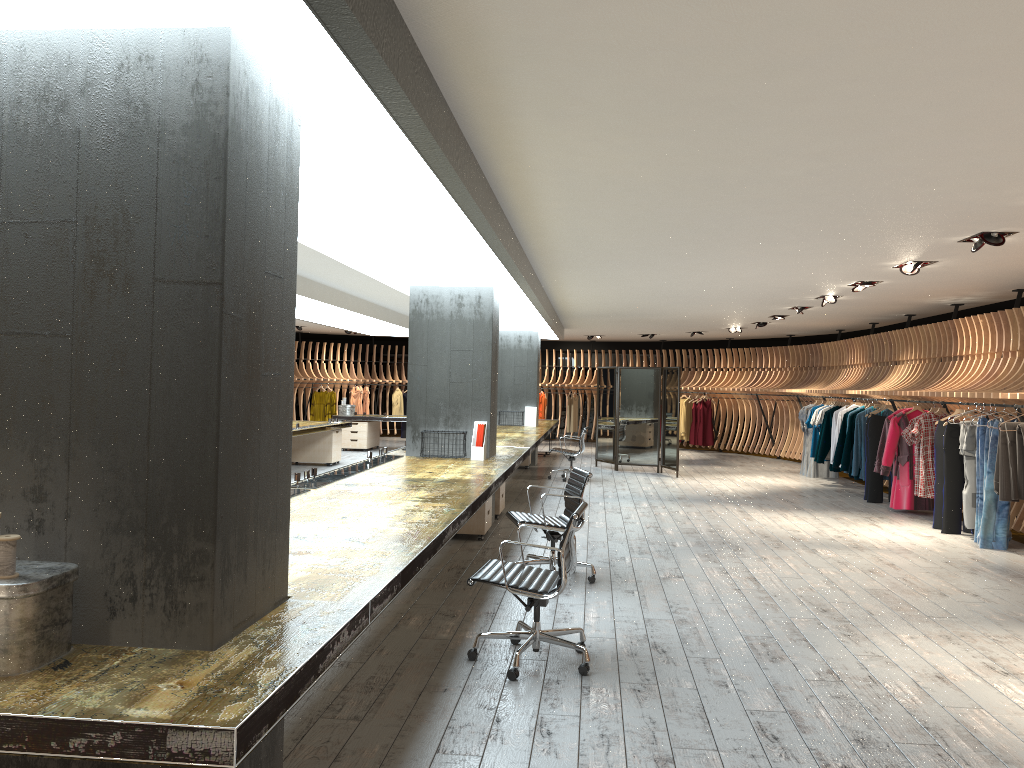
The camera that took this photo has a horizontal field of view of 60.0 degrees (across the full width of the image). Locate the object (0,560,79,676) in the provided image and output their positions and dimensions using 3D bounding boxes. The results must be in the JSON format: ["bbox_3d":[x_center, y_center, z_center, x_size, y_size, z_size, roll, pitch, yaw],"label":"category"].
[{"bbox_3d":[-1.476,0.627,2.426,0.498,0.239,0.303,1,0,6],"label":"object"}]

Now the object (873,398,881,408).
[{"bbox_3d":[5.276,0.339,12.784,0.525,0.270,0.012,1,-1,15],"label":"object"}]

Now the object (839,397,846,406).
[{"bbox_3d":[5.446,0.349,14.566,0.525,0.270,0.012,1,-1,5],"label":"object"}]

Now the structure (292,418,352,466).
[{"bbox_3d":[-4.022,1.007,11.223,1.162,0.844,10.449,1,0,5],"label":"structure"}]

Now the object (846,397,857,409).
[{"bbox_3d":[5.393,0.340,13.985,0.525,0.270,0.012,1,-1,10],"label":"object"}]

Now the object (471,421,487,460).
[{"bbox_3d":[-0.338,0.583,9.125,0.129,0.383,0.239,1,-1,5],"label":"object"}]

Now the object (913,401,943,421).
[{"bbox_3d":[5.072,0.333,10.634,0.525,0.270,0.012,1,-1,5],"label":"object"}]

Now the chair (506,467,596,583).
[{"bbox_3d":[0.280,1.101,6.960,0.667,0.860,0.693,2,-1,-19],"label":"chair"}]

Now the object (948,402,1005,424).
[{"bbox_3d":[4.968,0.316,9.493,0.549,0.243,0.023,1,-1,42],"label":"object"}]

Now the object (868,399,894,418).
[{"bbox_3d":[5.228,0.340,12.308,0.525,0.270,0.012,1,-1,10],"label":"object"}]

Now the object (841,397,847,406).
[{"bbox_3d":[5.451,0.349,14.483,0.525,0.270,0.012,1,-1,5],"label":"object"}]

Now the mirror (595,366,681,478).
[{"bbox_3d":[2.268,0.634,16.004,0.443,1.892,2.112,2,-1,-44],"label":"mirror"}]

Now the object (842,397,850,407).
[{"bbox_3d":[5.425,0.348,14.357,0.525,0.270,0.012,1,-1,10],"label":"object"}]

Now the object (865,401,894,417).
[{"bbox_3d":[5.255,0.341,12.486,0.525,0.270,0.012,1,-1,30],"label":"object"}]

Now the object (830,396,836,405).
[{"bbox_3d":[5.518,0.355,15.137,0.523,0.291,0.013,1,-1,0],"label":"object"}]

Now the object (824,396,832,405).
[{"bbox_3d":[5.485,0.355,15.335,0.523,0.289,0.015,1,-1,15],"label":"object"}]

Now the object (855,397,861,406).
[{"bbox_3d":[5.373,0.339,13.752,0.525,0.270,0.012,1,-1,5],"label":"object"}]

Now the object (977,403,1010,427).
[{"bbox_3d":[4.923,0.318,9.025,0.549,0.243,0.023,1,-1,-23],"label":"object"}]

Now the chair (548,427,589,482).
[{"bbox_3d":[0.920,1.119,14.354,0.667,0.860,0.693,1,-1,1],"label":"chair"}]

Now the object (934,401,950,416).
[{"bbox_3d":[5.047,0.340,10.422,0.524,0.286,0.015,1,-1,-10],"label":"object"}]

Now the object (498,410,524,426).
[{"bbox_3d":[-0.014,0.645,16.471,0.459,0.290,0.329,1,0,8],"label":"object"}]

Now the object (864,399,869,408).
[{"bbox_3d":[5.315,0.340,13.218,0.525,0.270,0.012,1,-1,5],"label":"object"}]

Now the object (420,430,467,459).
[{"bbox_3d":[-0.699,0.625,9.101,0.459,0.290,0.329,1,0,3],"label":"object"}]

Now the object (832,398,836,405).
[{"bbox_3d":[5.498,0.356,15.034,0.524,0.285,0.013,1,-1,0],"label":"object"}]

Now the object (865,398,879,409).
[{"bbox_3d":[5.323,0.342,13.105,0.525,0.270,0.012,1,-1,5],"label":"object"}]

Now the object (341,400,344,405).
[{"bbox_3d":[-3.698,0.407,19.321,0.062,0.109,0.062,2,-1,-29],"label":"object"}]

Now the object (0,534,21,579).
[{"bbox_3d":[-1.338,0.457,2.350,0.062,0.109,0.062,2,-1,-24],"label":"object"}]

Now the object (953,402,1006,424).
[{"bbox_3d":[4.960,0.321,9.397,0.549,0.250,0.023,1,-1,7],"label":"object"}]

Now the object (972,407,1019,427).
[{"bbox_3d":[4.931,0.325,8.903,0.548,0.256,0.023,1,-1,31],"label":"object"}]

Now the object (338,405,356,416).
[{"bbox_3d":[-3.624,0.581,19.451,0.303,0.239,0.497,1,0,6],"label":"object"}]

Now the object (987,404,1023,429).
[{"bbox_3d":[4.885,0.315,8.583,0.549,0.243,0.023,1,-1,7],"label":"object"}]

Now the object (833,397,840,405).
[{"bbox_3d":[5.474,0.344,14.922,0.525,0.270,0.012,1,-1,-10],"label":"object"}]

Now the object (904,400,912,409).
[{"bbox_3d":[5.155,0.336,11.524,0.525,0.270,0.012,1,-1,5],"label":"object"}]

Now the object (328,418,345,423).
[{"bbox_3d":[-3.199,0.672,16.185,0.302,0.074,0.217,1,0,0],"label":"object"}]

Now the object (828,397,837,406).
[{"bbox_3d":[5.503,0.349,15.226,0.525,0.270,0.012,1,-1,10],"label":"object"}]

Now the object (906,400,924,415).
[{"bbox_3d":[5.154,0.336,11.277,0.525,0.270,0.012,1,-1,15],"label":"object"}]

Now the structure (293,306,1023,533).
[{"bbox_3d":[-1.917,0.190,6.741,14.882,2.440,36.546,1,0,5],"label":"structure"}]

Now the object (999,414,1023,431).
[{"bbox_3d":[4.896,0.324,8.389,0.547,0.262,0.023,1,-1,7],"label":"object"}]

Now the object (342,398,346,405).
[{"bbox_3d":[-3.587,0.403,19.397,0.262,0.204,0.088,1,-1,4],"label":"object"}]

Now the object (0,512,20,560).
[{"bbox_3d":[-1.414,0.449,2.461,0.088,0.204,0.262,1,0,4],"label":"object"}]

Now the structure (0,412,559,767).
[{"bbox_3d":[-2.213,1.050,10.839,4.836,0.844,18.471,1,0,5],"label":"structure"}]

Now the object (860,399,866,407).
[{"bbox_3d":[5.338,0.343,13.420,0.525,0.270,0.012,1,-1,10],"label":"object"}]

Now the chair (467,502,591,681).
[{"bbox_3d":[0.095,1.096,4.891,0.667,0.860,0.693,1,-1,1],"label":"chair"}]

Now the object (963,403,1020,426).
[{"bbox_3d":[4.939,0.317,9.131,0.549,0.243,0.023,1,-1,12],"label":"object"}]

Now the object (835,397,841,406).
[{"bbox_3d":[5.442,0.354,14.752,0.524,0.284,0.014,1,-1,15],"label":"object"}]

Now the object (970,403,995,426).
[{"bbox_3d":[4.949,0.316,9.289,0.549,0.243,0.023,1,-1,-33],"label":"object"}]
